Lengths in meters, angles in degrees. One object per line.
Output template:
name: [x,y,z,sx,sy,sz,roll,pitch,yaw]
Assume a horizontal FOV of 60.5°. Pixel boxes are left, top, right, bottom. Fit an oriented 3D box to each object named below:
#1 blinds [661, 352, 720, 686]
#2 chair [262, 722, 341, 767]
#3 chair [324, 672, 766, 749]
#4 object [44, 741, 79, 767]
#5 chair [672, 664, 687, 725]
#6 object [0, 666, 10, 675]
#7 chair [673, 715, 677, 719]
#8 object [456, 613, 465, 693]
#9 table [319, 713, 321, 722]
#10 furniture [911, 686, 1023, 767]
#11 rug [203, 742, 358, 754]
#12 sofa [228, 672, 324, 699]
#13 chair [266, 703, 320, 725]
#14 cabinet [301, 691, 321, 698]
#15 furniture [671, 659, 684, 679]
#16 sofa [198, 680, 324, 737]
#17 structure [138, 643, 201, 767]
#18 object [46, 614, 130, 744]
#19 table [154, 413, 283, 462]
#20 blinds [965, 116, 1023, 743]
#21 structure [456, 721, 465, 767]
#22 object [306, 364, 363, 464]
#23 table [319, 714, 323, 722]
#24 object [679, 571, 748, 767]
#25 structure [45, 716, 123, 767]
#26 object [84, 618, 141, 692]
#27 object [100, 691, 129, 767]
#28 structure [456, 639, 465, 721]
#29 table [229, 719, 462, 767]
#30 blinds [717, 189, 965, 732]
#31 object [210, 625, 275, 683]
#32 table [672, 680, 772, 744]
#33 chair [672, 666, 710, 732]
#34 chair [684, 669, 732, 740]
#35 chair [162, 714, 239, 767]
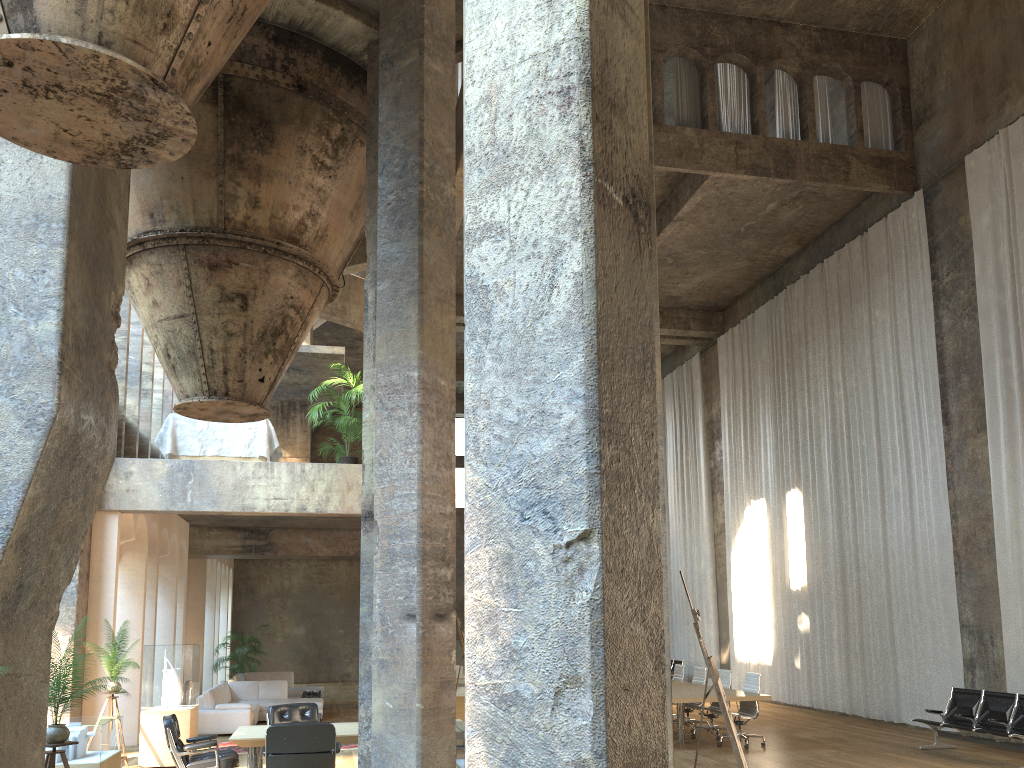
blinds: [4.115,4.348,25.800,0.275,8.457,8.006,1,-12,-13]
chair: [-2.002,3.637,8.357,0.730,0.873,0.840,2,-12,-11]
chair: [0.472,4.590,12.169,12.960,1.009,32.253,3,-16,-11]
object: [-3.313,3.019,6.185,0.573,0.951,0.671,-5,-11,24]
chair: [2.694,5.434,15.371,0.699,1.003,0.680,0,-10,-3]
object: [-2.670,1.428,3.879,0.688,0.919,0.879,-2,-12,9]
chair: [1.926,4.639,12.425,0.699,1.003,0.680,1,-10,-6]
object: [-0.609,4.112,12.370,0.685,2.101,0.715,1,-9,-13]
table: [-3.722,5.887,15.277,0.791,0.198,1.137,2,-15,-11]
furniture: [6.018,4.382,11.298,0.709,0.822,1.916,2,-14,-12]
rug: [-3.250,5.382,13.094,2.464,0.009,1.378,3,-16,-12]
sofa: [-5.306,6.893,19.882,2.069,0.706,1.096,3,-13,-12]
chair: [-2.296,4.024,9.765,0.736,0.873,0.834,8,-14,-37]
cabinet: [-4.137,6.597,18.184,0.396,0.361,1.599,2,-15,-11]
furniture: [3.663,7.367,22.174,0.709,0.822,1.916,2,-14,-12]
sofa: [-4.444,5.773,15.805,2.065,0.706,2.998,2,-15,-11]
structure: [-4.462,4.189,11.503,0.595,1.514,0.759,1,-10,-12]
object: [-3.154,2.084,6.269,0.859,0.920,0.704,1,-11,-9]
table: [-4.338,0.927,13.106,1.750,0.785,1.141,2,-13,-12]
blinds: [7.664,-0.261,9.005,0.275,8.456,8.009,1,-11,-11]
structure: [-0.045,3.067,6.564,0.744,0.993,0.752,2,-11,-12]
object: [-2.415,0.503,13.488,1.401,1.770,1.387,1,-11,-6]
table: [-3.646,5.768,14.922,0.860,0.241,0.379,3,-13,-12]
object: [1.376,2.284,5.729,0.686,2.101,0.715,-3,-9,14]
structure: [-3.658,3.260,7.138,0.735,0.993,0.760,2,-11,-12]
object: [-4.994,3.390,10.997,0.689,0.919,0.877,3,-12,-21]
object: [-4.925,4.316,10.887,0.577,0.951,0.666,-9,-14,41]
structure: [-0.809,4.613,13.194,0.595,1.514,0.759,1,-10,-12]
table: [-1.655,3.955,9.187,2.411,0.685,1.131,3,-14,-12]
blinds: [5.892,2.040,17.390,0.275,8.456,8.009,1,-11,-11]
object: [-6.440,6.680,21.104,1.401,1.774,1.387,1,-11,-6]
table: [1.982,5.616,15.531,1.602,0.741,7.898,2,-15,-11]
chair: [2.881,5.195,14.500,0.699,1.003,0.680,1,-10,-6]
chair: [3.071,4.950,13.610,0.699,1.003,0.680,1,-10,-8]
chair: [-3.115,3.796,8.898,0.822,0.873,0.746,3,-12,-17]
